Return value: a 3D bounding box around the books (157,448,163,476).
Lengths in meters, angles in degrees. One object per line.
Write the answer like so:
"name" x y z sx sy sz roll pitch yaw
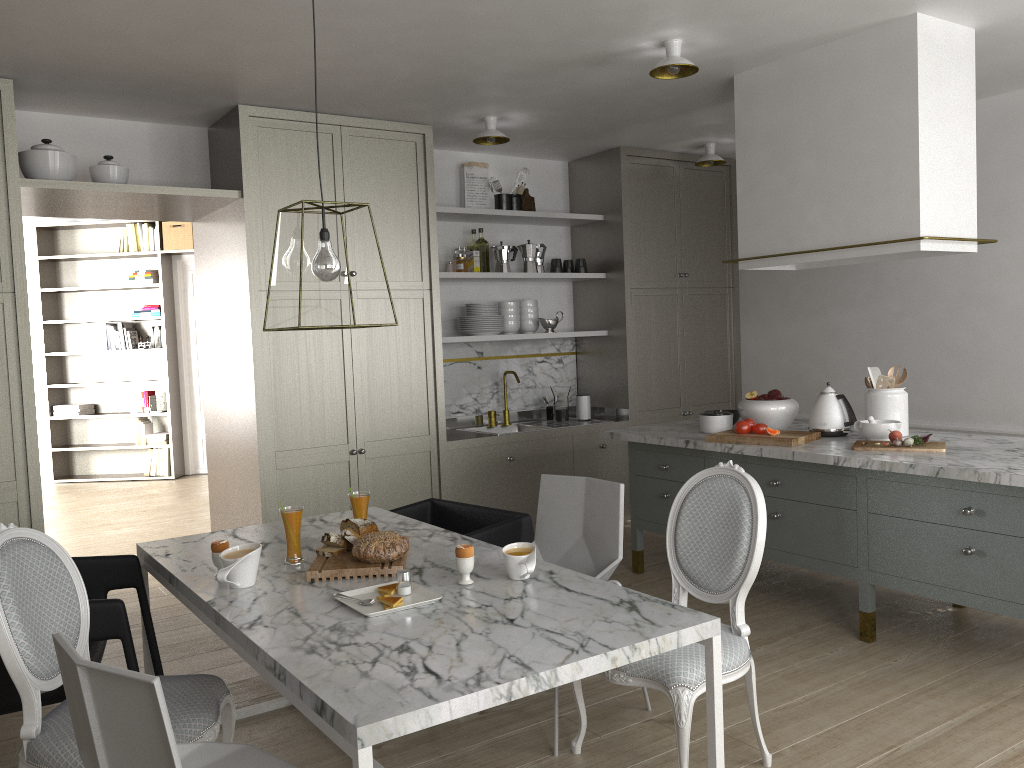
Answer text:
"books" -3.279 0.724 8.356 0.071 0.265 0.169 -2 3 6

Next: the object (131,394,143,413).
"object" -3.504 0.182 8.347 0.122 0.174 0.128 -2 3 6

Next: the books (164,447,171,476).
"books" -3.193 0.718 8.322 0.050 0.271 0.219 -2 3 6

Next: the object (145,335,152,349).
"object" -3.423 -0.393 8.335 0.064 0.128 0.035 -1 3 17

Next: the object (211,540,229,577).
"object" -0.815 0.487 2.483 0.050 0.101 0.050 -5 4 -38

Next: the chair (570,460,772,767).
"chair" 0.457 0.654 2.502 0.505 0.833 0.480 -5 4 -36

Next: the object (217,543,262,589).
"object" -0.719 0.492 2.354 0.110 0.105 0.170 -3 3 -14

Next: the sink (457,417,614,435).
"sink" 0.155 0.344 5.548 0.877 0.174 0.475 -4 4 -34

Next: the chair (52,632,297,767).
"chair" -0.534 0.796 1.578 0.470 0.745 0.439 0 4 41

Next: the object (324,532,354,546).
"object" -0.515 0.462 2.629 0.083 0.057 0.072 0 4 32

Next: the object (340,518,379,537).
"object" -0.461 0.443 2.691 0.086 0.087 0.090 0 4 33

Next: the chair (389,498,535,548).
"chair" -0.254 0.766 3.227 0.609 0.597 0.569 -5 4 -44

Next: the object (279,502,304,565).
"object" -0.642 0.432 2.598 0.071 0.188 0.071 -3 3 -13

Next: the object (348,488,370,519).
"object" -0.480 0.414 2.804 0.071 0.188 0.071 -3 3 -13

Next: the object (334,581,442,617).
"object" -0.309 0.529 2.187 0.212 0.014 0.212 -5 4 -34

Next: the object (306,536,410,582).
"object" -0.438 0.505 2.580 0.260 0.031 0.360 -3 3 -4

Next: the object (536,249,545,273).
"object" 0.166 -0.781 5.673 0.087 0.167 0.138 -3 3 -10

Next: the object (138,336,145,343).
"object" -3.495 -0.392 8.362 0.064 0.128 0.035 -3 3 -20

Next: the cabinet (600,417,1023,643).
"cabinet" 1.477 0.595 3.761 0.870 0.721 2.360 -4 4 -34

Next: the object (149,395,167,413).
"object" -3.319 0.185 8.327 0.120 0.155 0.128 -2 3 6

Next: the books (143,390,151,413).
"books" -3.412 0.166 8.333 0.020 0.204 0.144 -2 3 6

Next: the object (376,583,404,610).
"object" -0.302 0.525 2.194 0.068 0.014 0.197 -3 3 -6

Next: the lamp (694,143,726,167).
"lamp" 1.254 -1.452 5.617 0.197 0.130 0.197 -4 4 -29

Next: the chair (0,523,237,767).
"chair" -0.958 0.734 2.107 0.505 0.833 0.480 -2 3 -1

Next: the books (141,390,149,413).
"books" -3.433 0.166 8.335 0.023 0.204 0.144 -2 3 6

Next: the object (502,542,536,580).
"object" 0.035 0.472 2.333 0.089 0.085 0.138 -5 4 -39

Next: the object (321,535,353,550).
"object" -0.520 0.466 2.601 0.083 0.055 0.073 0 4 32

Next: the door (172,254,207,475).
"door" -2.596 -0.195 8.411 1.137 2.082 0.068 -2 3 4

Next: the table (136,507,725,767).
"table" -0.384 0.816 2.477 0.870 0.583 1.781 -4 4 -34

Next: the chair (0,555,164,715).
"chair" -1.341 0.847 2.586 0.609 0.597 0.569 -3 3 -19

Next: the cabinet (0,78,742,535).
"cabinet" -0.919 -0.204 5.084 5.433 2.377 0.947 -4 4 -34

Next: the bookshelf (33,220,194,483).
"bookshelf" -2.609 -0.348 8.286 3.513 2.402 0.300 -2 3 4

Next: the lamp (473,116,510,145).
"lamp" -0.112 -1.345 4.700 0.197 0.130 0.197 -2 3 1

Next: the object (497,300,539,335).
"object" 0.040 -0.428 5.676 0.309 0.216 0.149 -5 4 -41

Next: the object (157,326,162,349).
"object" -3.310 -0.440 8.349 0.069 0.211 0.069 -4 4 -25

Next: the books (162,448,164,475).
"books" -3.234 0.722 8.355 0.066 0.265 0.169 -2 3 6

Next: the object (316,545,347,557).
"object" -0.530 0.487 2.574 0.077 0.017 0.068 0 4 34

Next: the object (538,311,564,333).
"object" 0.248 -0.393 5.639 0.210 0.135 0.102 -5 4 -41

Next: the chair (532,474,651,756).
"chair" 0.119 0.697 2.856 0.439 0.745 0.470 -5 4 -44

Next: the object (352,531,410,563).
"object" -0.370 0.455 2.501 0.157 0.075 0.151 -2 3 2

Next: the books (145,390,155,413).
"books" -3.391 0.165 8.330 0.022 0.204 0.144 -2 3 6

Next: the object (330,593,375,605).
"object" -0.389 0.530 2.179 0.132 0.013 0.032 0 4 31

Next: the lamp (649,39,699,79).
"lamp" 0.650 -1.312 3.569 0.197 0.130 0.197 -2 3 1

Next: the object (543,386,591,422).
"object" 0.354 0.122 5.752 0.307 0.229 0.144 -2 3 9

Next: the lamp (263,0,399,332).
"lamp" -0.570 -0.718 2.629 0.584 1.108 0.584 -3 3 -19

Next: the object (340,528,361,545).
"object" -0.464 0.457 2.601 0.079 0.067 0.074 -1 4 28

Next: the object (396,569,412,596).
"object" -0.272 0.499 2.230 0.036 0.060 0.036 -2 3 7

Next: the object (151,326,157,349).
"object" -3.383 -0.439 8.380 0.069 0.211 0.069 -4 4 -25

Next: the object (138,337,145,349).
"object" -3.462 -0.381 8.287 0.064 0.112 0.035 -2 3 1

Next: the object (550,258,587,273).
"object" 0.346 -0.758 5.749 0.264 0.098 0.173 -4 4 -25

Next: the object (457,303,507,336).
"object" -0.184 -0.393 5.404 0.306 0.195 0.300 -5 4 -38
